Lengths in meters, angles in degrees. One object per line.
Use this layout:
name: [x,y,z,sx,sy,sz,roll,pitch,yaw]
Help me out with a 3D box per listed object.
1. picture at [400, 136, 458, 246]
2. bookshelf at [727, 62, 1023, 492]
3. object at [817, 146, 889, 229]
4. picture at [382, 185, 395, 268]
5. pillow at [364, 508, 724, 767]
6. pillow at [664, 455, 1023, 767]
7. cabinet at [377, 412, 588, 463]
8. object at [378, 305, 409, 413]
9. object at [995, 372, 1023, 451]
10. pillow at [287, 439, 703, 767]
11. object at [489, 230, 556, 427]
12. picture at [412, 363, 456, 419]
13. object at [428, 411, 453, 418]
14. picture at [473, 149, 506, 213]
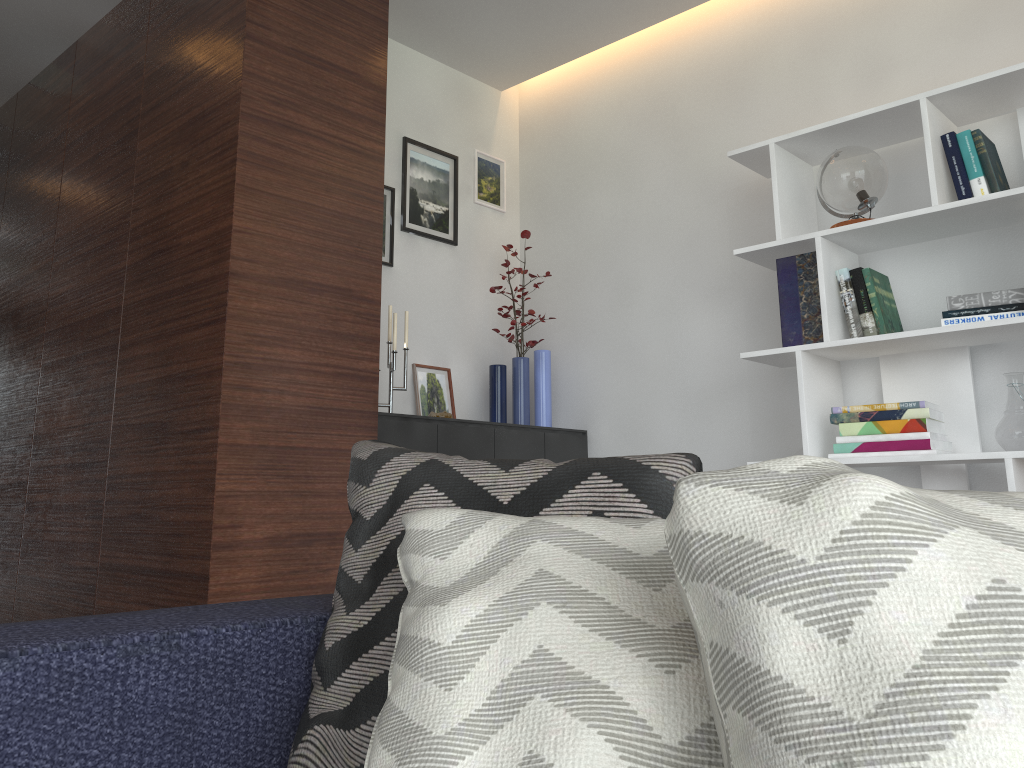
picture: [-0.347,-0.821,3.780,0.017,0.420,0.308,-12,-16,42]
bookshelf: [1.284,0.048,2.629,1.140,1.853,0.297,-10,-16,41]
object: [1.108,-0.595,2.875,0.219,0.390,0.231,5,-13,-27]
picture: [-0.572,-0.649,3.501,0.015,0.341,0.260,-12,-16,42]
pillow: [0.086,0.246,0.677,0.415,0.300,0.325,-1,-10,5]
pillow: [0.312,0.213,0.510,0.418,0.357,0.275,0,-11,-4]
cabinet: [-0.206,0.450,3.361,0.395,0.594,1.121,-11,-13,42]
object: [-0.435,-0.088,3.195,0.100,0.434,0.099,-6,-14,26]
object: [1.408,0.080,2.453,0.131,0.223,0.131,9,-15,-40]
pillow: [-0.010,0.240,0.905,0.415,0.393,0.218,-3,-12,13]
object: [0.029,-0.227,3.832,0.270,0.876,0.266,7,-14,-32]
picture: [-0.313,0.052,3.586,0.058,0.260,0.200,-12,-16,42]
object: [-0.274,0.128,3.353,0.099,0.046,0.103,0,-9,-1]
picture: [-0.101,-0.934,4.074,0.015,0.262,0.200,-12,-16,42]
